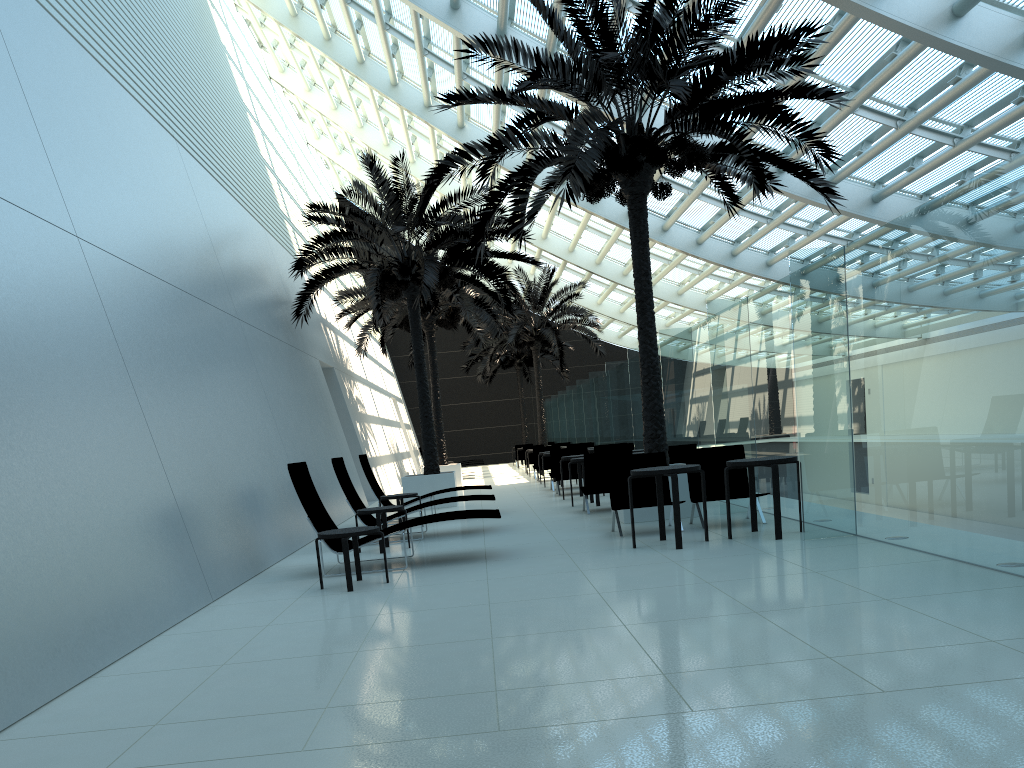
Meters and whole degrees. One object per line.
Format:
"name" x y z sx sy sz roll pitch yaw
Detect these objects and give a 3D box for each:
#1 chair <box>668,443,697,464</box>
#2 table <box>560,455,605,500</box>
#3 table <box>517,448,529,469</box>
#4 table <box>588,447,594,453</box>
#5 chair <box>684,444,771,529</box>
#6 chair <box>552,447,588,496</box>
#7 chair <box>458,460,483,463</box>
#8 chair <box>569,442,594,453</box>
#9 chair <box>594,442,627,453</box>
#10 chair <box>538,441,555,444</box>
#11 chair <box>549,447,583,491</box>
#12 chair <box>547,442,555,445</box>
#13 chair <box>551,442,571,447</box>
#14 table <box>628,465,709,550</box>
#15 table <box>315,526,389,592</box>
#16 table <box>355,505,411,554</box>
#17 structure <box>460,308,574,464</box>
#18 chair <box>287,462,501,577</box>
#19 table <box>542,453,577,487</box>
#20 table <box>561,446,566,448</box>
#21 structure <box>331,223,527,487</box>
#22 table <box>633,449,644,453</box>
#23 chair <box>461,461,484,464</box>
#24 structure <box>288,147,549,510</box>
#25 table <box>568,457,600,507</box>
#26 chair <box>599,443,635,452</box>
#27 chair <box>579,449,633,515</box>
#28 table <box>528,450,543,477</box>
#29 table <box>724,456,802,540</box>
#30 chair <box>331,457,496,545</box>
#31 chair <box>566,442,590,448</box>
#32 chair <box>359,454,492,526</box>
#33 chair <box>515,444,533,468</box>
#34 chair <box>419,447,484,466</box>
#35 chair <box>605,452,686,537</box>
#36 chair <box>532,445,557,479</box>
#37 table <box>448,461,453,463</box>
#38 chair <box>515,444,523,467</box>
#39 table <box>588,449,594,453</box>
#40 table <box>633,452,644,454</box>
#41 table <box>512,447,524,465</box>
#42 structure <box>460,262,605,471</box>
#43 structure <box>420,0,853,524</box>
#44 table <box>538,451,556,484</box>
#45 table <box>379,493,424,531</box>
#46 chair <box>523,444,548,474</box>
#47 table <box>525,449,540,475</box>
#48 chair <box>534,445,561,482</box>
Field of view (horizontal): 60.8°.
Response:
"chair" 2.326 1.358 13.017 0.716 0.896 0.880 -5 2 -2
"table" 1.269 1.680 15.789 0.683 0.788 0.670 -3 3 36
"table" 0.589 2.772 32.695 0.683 0.788 0.670 -3 3 36
"table" 2.007 1.957 21.455 0.683 0.788 0.670 -3 3 36
"chair" 2.437 1.158 9.893 0.716 0.896 0.880 -5 2 -2
"chair" 1.219 1.707 17.072 0.716 0.896 0.880 -5 2 -2
"chair" -2.139 2.879 33.597 2.035 1.169 0.914 -5 3 -2
"chair" 1.919 1.988 22.750 0.716 0.896 0.880 -5 2 -2
"chair" 2.093 1.732 18.807 0.716 0.896 0.880 -5 2 -2
"chair" 1.412 2.823 35.714 0.716 0.896 0.880 -5 2 -2
"chair" 1.165 1.816 18.781 0.716 0.896 0.880 -5 2 -2
"chair" 1.466 2.715 34.017 0.716 0.896 0.880 -5 2 -2
"chair" 1.695 2.348 28.329 0.716 0.896 0.880 -5 2 -2
"table" 1.555 1.223 8.698 0.682 0.788 0.671 -3 4 45
"table" -1.455 1.581 7.916 0.556 0.522 0.546 -4 2 41
"table" -1.558 1.747 10.487 0.556 0.522 0.546 -4 2 41
"structure" 0.532 -0.008 38.273 4.421 7.088 4.797 -7 4 -24
"chair" -1.150 1.295 9.050 2.035 1.169 0.914 -5 3 -2
"table" 1.092 1.951 19.963 0.683 0.788 0.670 -3 3 41
"table" 1.782 2.319 27.060 0.683 0.788 0.670 -3 3 36
"structure" -2.205 -0.646 22.626 4.307 6.963 4.562 -3 5 31
"table" 2.234 1.593 15.816 0.683 0.788 0.670 -3 3 36
"chair" -2.032 2.708 30.947 2.035 1.169 0.914 -5 3 -2
"structure" -1.756 -1.021 16.638 4.605 6.902 4.266 -7 4 -23
"table" 1.325 1.577 14.173 0.683 0.788 0.670 -3 3 41
"chair" 2.147 1.623 17.098 0.716 0.896 0.880 -5 2 -2
"chair" 1.398 1.442 12.991 0.716 0.896 0.880 -5 2 -2
"table" 0.865 2.315 25.601 0.683 0.788 0.670 -3 3 41
"table" 2.520 1.136 8.725 0.682 0.788 0.671 -3 4 45
"chair" -1.254 1.460 11.620 2.035 1.169 0.914 -5 3 -2
"chair" 1.866 2.096 24.446 0.716 0.896 0.880 -5 2 -2
"chair" -1.357 1.626 14.191 2.035 1.169 0.914 -5 3 -2
"chair" 0.538 2.799 33.990 0.716 0.896 0.880 -5 2 -2
"chair" -1.928 2.542 28.376 2.035 1.169 0.914 -5 3 -2
"chair" 1.509 1.241 9.867 0.716 0.896 0.880 -5 2 -2
"chair" 0.938 2.180 24.420 0.716 0.896 0.880 -5 2 -2
"table" -2.443 3.166 32.464 0.556 0.522 0.546 -4 2 41
"chair" 0.484 2.907 35.687 0.716 0.896 0.880 -5 2 -2
"table" 2.057 1.864 19.990 0.683 0.788 0.670 -3 3 41
"table" 2.290 1.490 14.200 0.683 0.788 0.670 -3 3 41
"table" 0.411 3.042 36.869 0.682 0.788 0.671 -3 4 45
"structure" 0.833 -0.531 30.133 4.810 7.090 4.406 -6 4 -9
"structure" 1.609 -1.766 11.002 4.840 7.090 4.379 -4 4 16
"table" 1.042 2.045 21.428 0.683 0.788 0.670 -3 3 36
"table" -1.662 1.913 13.057 0.556 0.522 0.546 -4 2 41
"chair" 0.767 2.432 28.302 0.716 0.896 0.880 -5 2 -2
"table" 0.817 2.406 27.032 0.683 0.788 0.670 -3 3 36
"chair" 0.991 2.071 22.723 0.716 0.896 0.880 -5 2 -2
